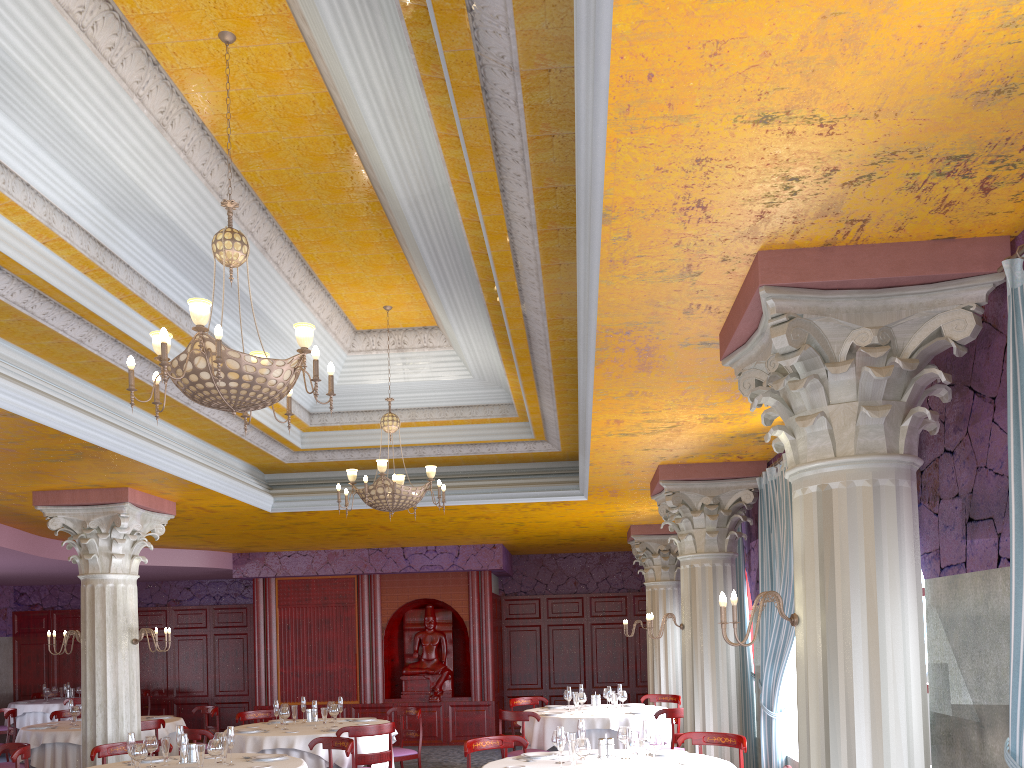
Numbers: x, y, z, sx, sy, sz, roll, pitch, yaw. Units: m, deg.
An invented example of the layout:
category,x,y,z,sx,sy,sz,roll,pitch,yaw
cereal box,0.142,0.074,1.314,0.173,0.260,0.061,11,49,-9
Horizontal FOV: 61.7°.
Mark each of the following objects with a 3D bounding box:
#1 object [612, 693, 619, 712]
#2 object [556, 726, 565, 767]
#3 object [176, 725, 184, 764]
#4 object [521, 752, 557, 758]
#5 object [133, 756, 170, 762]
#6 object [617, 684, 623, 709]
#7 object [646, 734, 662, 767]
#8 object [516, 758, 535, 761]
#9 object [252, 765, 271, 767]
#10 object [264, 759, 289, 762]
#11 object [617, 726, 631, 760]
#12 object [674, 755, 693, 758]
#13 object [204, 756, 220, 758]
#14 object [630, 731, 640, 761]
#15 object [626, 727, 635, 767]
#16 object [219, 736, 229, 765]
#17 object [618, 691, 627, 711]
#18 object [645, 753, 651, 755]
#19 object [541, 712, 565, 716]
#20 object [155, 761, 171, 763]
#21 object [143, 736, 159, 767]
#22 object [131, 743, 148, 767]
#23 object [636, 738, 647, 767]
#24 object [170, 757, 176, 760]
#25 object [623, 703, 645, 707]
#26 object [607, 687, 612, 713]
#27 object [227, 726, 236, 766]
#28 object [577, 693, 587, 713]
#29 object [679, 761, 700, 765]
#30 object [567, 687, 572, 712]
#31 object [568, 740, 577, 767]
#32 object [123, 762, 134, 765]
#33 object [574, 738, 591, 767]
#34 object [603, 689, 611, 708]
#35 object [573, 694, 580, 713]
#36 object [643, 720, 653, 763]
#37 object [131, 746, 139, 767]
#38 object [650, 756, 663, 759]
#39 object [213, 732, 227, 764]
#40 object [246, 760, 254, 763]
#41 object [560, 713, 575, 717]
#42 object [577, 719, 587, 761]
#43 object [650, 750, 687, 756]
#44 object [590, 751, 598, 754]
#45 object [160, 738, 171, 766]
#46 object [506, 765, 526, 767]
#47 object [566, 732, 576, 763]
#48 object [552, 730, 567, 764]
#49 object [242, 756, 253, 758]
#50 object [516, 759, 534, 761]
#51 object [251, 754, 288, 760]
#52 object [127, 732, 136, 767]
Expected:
category,x,y,z,sx,sy,sz,roll,pitch,yaw
object,1.354,4.158,11.176,0.086,0.233,0.087,-1,-3,-16
object,0.372,2.774,6.518,0.074,0.330,0.074,-2,-2,18
object,-2.881,3.132,7.438,0.074,0.330,0.074,-3,-3,41
object,0.229,3.146,7.248,0.314,0.023,0.324,6,-18,-25
object,-3.224,3.360,7.661,0.313,0.023,0.325,3,-17,-15
object,1.461,4.229,11.593,0.074,0.330,0.074,-3,-3,41
object,1.071,2.776,6.469,0.122,0.260,0.124,1,-5,-27
object,0.121,3.120,7.112,0.022,0.003,0.260,12,-21,-38
object,-2.071,3.166,7.079,0.162,0.009,0.161,-17,-22,42
object,-2.041,3.266,7.427,0.235,0.013,0.028,12,-19,-40
object,0.927,2.940,7.015,0.122,0.260,0.124,-1,-4,-4
object,1.412,3.051,7.014,0.235,0.013,0.028,12,-19,-40
object,-2.725,3.388,7.775,0.158,0.009,0.165,-3,-16,4
object,0.990,2.922,6.915,0.086,0.233,0.086,-3,-4,29
object,0.877,2.702,6.318,0.074,0.330,0.074,-3,-3,41
object,-2.463,3.137,7.329,0.086,0.233,0.087,-2,-3,7
object,1.453,4.161,11.238,0.123,0.260,0.124,-3,-4,18
object,1.175,3.139,7.276,0.257,0.003,0.022,13,-21,-41
object,0.531,4.216,10.937,0.313,0.023,0.325,-3,-16,4
object,-3.069,3.325,7.532,0.140,0.010,0.030,11,-19,-37
object,-3.072,3.128,7.285,0.122,0.260,0.124,1,-5,-27
object,-2.929,2.964,6.739,0.122,0.260,0.124,-1,-4,-4
object,0.971,2.774,6.407,0.086,0.233,0.087,-1,-3,-16
object,-3.070,3.392,7.764,0.028,0.013,0.238,9,-19,-38
object,1.693,4.477,11.937,0.313,0.023,0.325,-3,-16,4
object,1.260,4.086,11.087,0.074,0.330,0.074,-3,-3,41
object,-2.375,3.059,7.237,0.074,0.330,0.075,-1,-2,-27
object,0.907,4.134,11.095,0.122,0.260,0.124,1,-5,-27
object,1.382,2.952,6.666,0.160,0.009,0.163,10,-20,-34
object,0.754,4.159,11.288,0.074,0.330,0.074,-3,-3,41
object,0.463,2.793,6.425,0.086,0.233,0.086,-3,-4,29
object,-3.360,3.319,7.499,0.055,0.019,0.264,9,-19,-34
object,0.524,2.749,6.325,0.122,0.260,0.124,1,-5,-27
object,1.310,4.324,11.784,0.122,0.260,0.124,-1,-4,-4
object,0.845,4.178,11.194,0.086,0.233,0.087,-1,-3,-16
object,1.078,2.845,6.824,0.074,0.330,0.075,-1,-2,-4
object,-2.991,3.008,6.838,0.086,0.233,0.086,-3,-4,29
object,1.181,3.058,7.013,0.030,0.010,0.143,9,-19,-36
object,-2.526,3.155,7.428,0.123,0.260,0.124,-3,-4,18
object,-2.272,3.272,7.426,0.030,0.010,0.143,9,-19,-36
object,0.693,4.174,10.800,0.259,0.019,0.056,10,-19,-36
object,0.572,2.917,7.024,0.074,0.330,0.075,-1,-2,-27
object,1.310,3.093,7.168,0.313,0.023,0.325,-3,-16,4
object,0.728,3.173,7.362,0.161,0.009,0.162,-12,-19,33
object,-2.972,3.156,7.347,0.086,0.233,0.087,-2,-3,7
object,0.032,3.001,6.708,0.158,0.009,0.165,-3,-16,4
object,0.481,2.942,6.934,0.086,0.233,0.087,-2,-3,7
object,0.381,2.913,6.872,0.123,0.260,0.124,-3,-4,18
object,-2.306,3.354,7.717,0.259,0.019,0.056,10,-19,-36
object,0.093,3.104,7.086,0.055,0.019,0.264,9,-19,-34
object,-2.143,3.307,7.581,0.318,0.023,0.320,-12,-19,33
object,-3.082,2.989,6.932,0.074,0.330,0.075,-1,-2,-4
